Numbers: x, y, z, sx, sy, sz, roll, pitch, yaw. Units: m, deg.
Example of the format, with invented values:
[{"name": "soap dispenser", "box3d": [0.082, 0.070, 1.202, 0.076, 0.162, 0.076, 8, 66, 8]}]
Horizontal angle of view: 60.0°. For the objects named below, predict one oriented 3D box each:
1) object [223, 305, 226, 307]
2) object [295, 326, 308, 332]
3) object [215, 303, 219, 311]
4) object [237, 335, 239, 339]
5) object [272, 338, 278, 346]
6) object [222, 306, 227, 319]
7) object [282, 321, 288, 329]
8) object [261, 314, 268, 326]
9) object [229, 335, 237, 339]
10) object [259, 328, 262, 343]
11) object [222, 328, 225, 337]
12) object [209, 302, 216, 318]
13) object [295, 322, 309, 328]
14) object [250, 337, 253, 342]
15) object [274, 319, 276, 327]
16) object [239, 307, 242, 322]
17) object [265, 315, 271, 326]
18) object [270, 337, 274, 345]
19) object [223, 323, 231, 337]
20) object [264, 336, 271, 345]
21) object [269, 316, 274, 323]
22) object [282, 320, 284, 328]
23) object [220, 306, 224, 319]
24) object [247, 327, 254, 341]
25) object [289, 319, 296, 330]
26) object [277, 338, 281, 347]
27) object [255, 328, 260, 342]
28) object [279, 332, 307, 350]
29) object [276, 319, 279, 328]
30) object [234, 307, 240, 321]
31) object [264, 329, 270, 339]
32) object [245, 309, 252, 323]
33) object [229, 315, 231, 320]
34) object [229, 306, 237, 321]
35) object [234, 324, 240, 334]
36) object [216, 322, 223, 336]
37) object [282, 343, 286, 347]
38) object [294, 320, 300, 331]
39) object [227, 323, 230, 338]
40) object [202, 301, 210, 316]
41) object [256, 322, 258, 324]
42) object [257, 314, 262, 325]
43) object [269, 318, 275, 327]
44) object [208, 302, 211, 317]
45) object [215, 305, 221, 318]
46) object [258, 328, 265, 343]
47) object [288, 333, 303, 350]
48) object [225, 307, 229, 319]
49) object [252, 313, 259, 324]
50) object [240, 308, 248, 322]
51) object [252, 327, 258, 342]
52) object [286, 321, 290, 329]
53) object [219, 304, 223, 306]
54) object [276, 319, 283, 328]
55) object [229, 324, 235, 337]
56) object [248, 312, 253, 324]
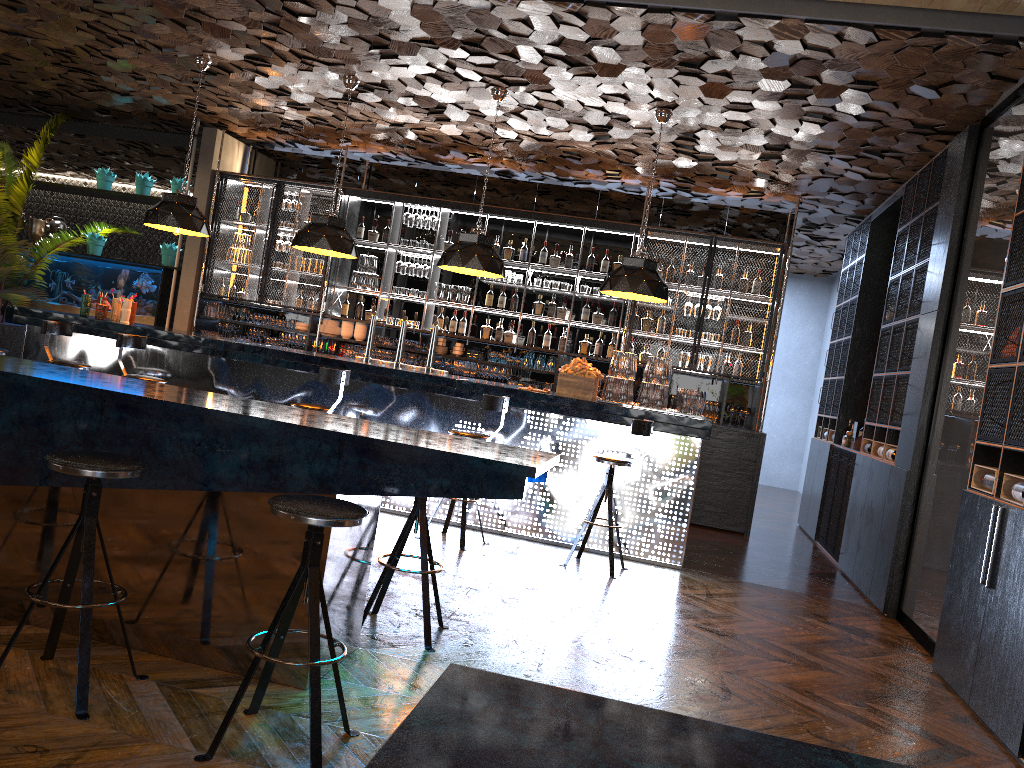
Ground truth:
[{"name": "object", "box3d": [-3.574, -0.893, 10.945, 0.067, 0.174, 0.067, 8, 2, -40]}, {"name": "object", "box3d": [-2.471, -0.649, 10.526, 0.211, 0.060, 0.209, 8, 1, -30]}, {"name": "object", "box3d": [-3.603, -0.894, 10.770, 0.067, 0.174, 0.067, 10, 2, 35]}, {"name": "object", "box3d": [-3.318, -0.537, 10.724, 0.093, 0.101, 0.093, 8, 1, -29]}, {"name": "object", "box3d": [-2.825, -0.476, 10.572, 0.074, 0.146, 0.065, 9, 1, 4]}, {"name": "object", "box3d": [-3.505, -0.867, 10.777, 0.058, 0.152, 0.051, 8, 1, -28]}, {"name": "object", "box3d": [-2.749, -0.715, 10.690, 0.078, 0.099, 0.078, 9, 1, -23]}, {"name": "object", "box3d": [-2.948, -0.760, 10.546, 0.074, 0.131, 0.074, 10, 1, 23]}, {"name": "object", "box3d": [-3.337, -0.538, 10.620, 0.093, 0.101, 0.093, 9, 1, -22]}, {"name": "object", "box3d": [-3.075, -0.564, 10.829, 0.077, 0.229, 0.088, 9, 1, -15]}, {"name": "object", "box3d": [-3.504, -0.631, 10.766, 0.091, 0.227, 0.091, 8, 2, -40]}, {"name": "object", "box3d": [-3.609, -0.893, 10.693, 0.067, 0.174, 0.067, 8, 2, -41]}, {"name": "object", "box3d": [-2.464, -0.689, 10.525, 0.209, 0.060, 0.211, 8, 2, -35]}, {"name": "object", "box3d": [-3.195, -0.519, 10.806, 0.093, 0.101, 0.093, 10, 1, 25]}, {"name": "object", "box3d": [-2.853, -0.732, 10.615, 0.078, 0.103, 0.078, 8, 2, -37]}, {"name": "object", "box3d": [-3.245, -0.831, 10.676, 0.087, 0.170, 0.087, 8, 1, -29]}, {"name": "object", "box3d": [-2.930, -0.759, 10.631, 0.074, 0.131, 0.074, 10, 1, 23]}, {"name": "object", "box3d": [-2.902, -0.491, 10.687, 0.065, 0.146, 0.074, 10, 1, 22]}, {"name": "object", "box3d": [-3.435, -0.617, 10.641, 0.091, 0.227, 0.091, 10, 2, 33]}, {"name": "object", "box3d": [-2.919, -0.492, 10.584, 0.074, 0.146, 0.065, 9, 1, -13]}, {"name": "object", "box3d": [-2.915, -0.759, 10.716, 0.074, 0.131, 0.074, 10, 1, 23]}, {"name": "object", "box3d": [-2.766, -0.716, 10.599, 0.078, 0.099, 0.078, 9, 1, -23]}, {"name": "object", "box3d": [-3.520, -0.868, 10.718, 0.058, 0.152, 0.051, 9, 1, 14]}, {"name": "object", "box3d": [-3.121, -0.566, 10.567, 0.088, 0.229, 0.077, 10, 1, 24]}, {"name": "object", "box3d": [-2.620, -0.708, 10.574, 0.074, 0.131, 0.074, 10, 1, 23]}, {"name": "object", "box3d": [-2.807, -0.476, 10.677, 0.065, 0.146, 0.074, 10, 2, 33]}, {"name": "object", "box3d": [-3.093, -0.565, 10.738, 0.077, 0.229, 0.088, 10, 1, 26]}, {"name": "object", "box3d": [-2.590, -0.479, 10.572, 0.376, 0.227, 0.186, 9, 1, 9]}, {"name": "object", "box3d": [-2.839, -0.731, 10.705, 0.078, 0.103, 0.078, 8, 2, -37]}, {"name": "object", "box3d": [-3.325, -0.845, 10.730, 0.087, 0.170, 0.087, 8, 1, -29]}, {"name": "object", "box3d": [-2.981, -0.548, 10.755, 0.088, 0.229, 0.077, 9, 1, 12]}, {"name": "object", "box3d": [-3.219, -0.830, 10.819, 0.087, 0.170, 0.087, 8, 1, -29]}, {"name": "object", "box3d": [-3.483, -0.867, 10.952, 0.051, 0.152, 0.058, 8, 1, -29]}, {"name": "object", "box3d": [-3.346, -0.846, 10.613, 0.087, 0.170, 0.087, 8, 1, -29]}, {"name": "object", "box3d": [-3.389, -0.615, 10.857, 0.091, 0.227, 0.091, 8, 1, -27]}, {"name": "object", "box3d": [-3.525, -0.632, 10.659, 0.091, 0.227, 0.091, 8, 1, -27]}, {"name": "object", "box3d": [-2.785, -0.475, 10.777, 0.074, 0.146, 0.065, 10, 2, 32]}, {"name": "object", "box3d": [-2.617, -0.712, 10.754, 0.074, 0.131, 0.074, 10, 1, 23]}, {"name": "object", "box3d": [-3.487, -0.631, 10.899, 0.091, 0.227, 0.091, 9, 1, 14]}, {"name": "object", "box3d": [-3.689, -0.906, 10.696, 0.067, 0.174, 0.067, 10, 1, 18]}, {"name": "object", "box3d": [-3.105, -0.792, 10.788, 0.081, 0.132, 0.081, 9, 1, -18]}, {"name": "object", "box3d": [-3.041, -0.780, 10.697, 0.081, 0.132, 0.081, 9, 1, -18]}, {"name": "object", "box3d": [-2.846, -0.729, 10.528, 0.078, 0.103, 0.078, 8, 2, -37]}, {"name": "object", "box3d": [-3.673, -0.905, 10.770, 0.067, 0.174, 0.067, 8, 2, -40]}, {"name": "object", "box3d": [-3.535, -0.869, 10.660, 0.051, 0.152, 0.058, 9, 1, 15]}, {"name": "object", "box3d": [-3.007, -0.549, 10.635, 0.088, 0.229, 0.077, 9, 1, 10]}, {"name": "object", "box3d": [-2.555, -0.478, 10.765, 0.376, 0.227, 0.186, 9, 1, 9]}, {"name": "object", "box3d": [-3.492, -0.866, 10.835, 0.051, 0.152, 0.058, 10, 2, 36]}, {"name": "object", "box3d": [-3.059, -0.780, 10.578, 0.081, 0.132, 0.081, 9, 1, -18]}, {"name": "object", "box3d": [-3.202, -0.822, 10.576, 0.087, 0.170, 0.087, 8, 1, -29]}, {"name": "object", "box3d": [-3.104, -0.565, 10.657, 0.088, 0.229, 0.077, 8, 1, -30]}, {"name": "object", "box3d": [-2.730, -0.714, 10.772, 0.078, 0.099, 0.078, 9, 1, -23]}, {"name": "object", "box3d": [-3.589, -0.894, 10.859, 0.067, 0.174, 0.067, 8, 1, -29]}, {"name": "object", "box3d": [-2.751, -0.711, 10.504, 0.078, 0.099, 0.078, 9, 1, -23]}, {"name": "object", "box3d": [-3.414, -0.616, 10.742, 0.091, 0.227, 0.091, 8, 1, -27]}, {"name": "object", "box3d": [-3.130, -0.793, 10.644, 0.081, 0.132, 0.081, 9, 1, -18]}]
